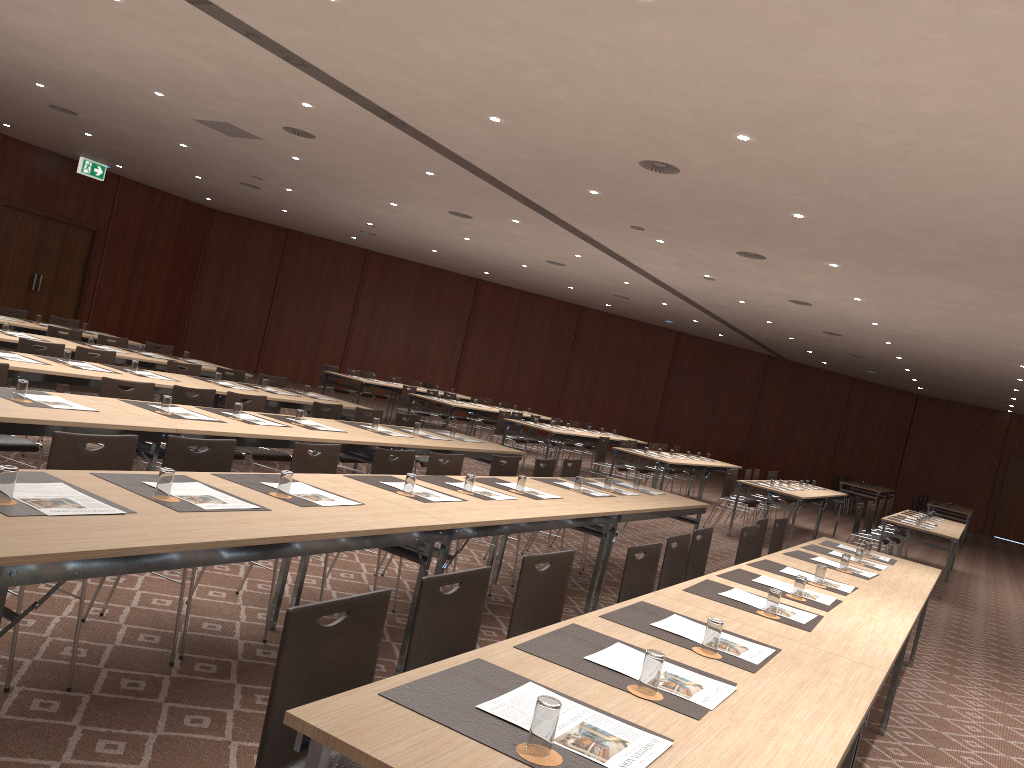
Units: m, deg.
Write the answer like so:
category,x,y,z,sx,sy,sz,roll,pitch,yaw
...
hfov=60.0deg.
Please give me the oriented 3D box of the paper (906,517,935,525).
category,x,y,z,sx,sy,sz,roll,pitch,yaw
paper,6.168,2.064,13.378,0.397,0.006,0.284,14,1,27

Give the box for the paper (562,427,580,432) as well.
category,x,y,z,sx,sy,sz,roll,pitch,yaw
paper,1.073,0.832,16.226,0.397,0.006,0.284,14,1,28

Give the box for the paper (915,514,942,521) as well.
category,x,y,z,sx,sy,sz,roll,pitch,yaw
paper,6.949,2.228,14.797,0.397,0.006,0.284,14,1,30

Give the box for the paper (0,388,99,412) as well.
category,x,y,z,sx,sy,sz,roll,pitch,yaw
paper,-2.768,0.084,5.138,0.565,0.003,0.460,14,1,28

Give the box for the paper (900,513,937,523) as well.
category,x,y,z,sx,sy,sz,roll,pitch,yaw
paper,6.533,2.143,14.190,0.565,0.003,0.461,14,1,29

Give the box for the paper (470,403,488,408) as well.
category,x,y,z,sx,sy,sz,roll,pitch,yaw
paper,-0.646,0.416,17.180,0.397,0.006,0.284,14,1,28

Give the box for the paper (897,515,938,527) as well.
category,x,y,z,sx,sy,sz,roll,pitch,yaw
paper,6.094,2.051,13.338,0.565,0.003,0.460,14,1,26

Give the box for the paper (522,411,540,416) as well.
category,x,y,z,sx,sy,sz,roll,pitch,yaw
paper,0.415,0.638,19.186,0.397,0.006,0.284,14,1,29

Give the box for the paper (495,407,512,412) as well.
category,x,y,z,sx,sy,sz,roll,pitch,yaw
paper,-0.170,0.516,18.051,0.397,0.006,0.284,14,1,27

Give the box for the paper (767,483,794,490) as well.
category,x,y,z,sx,sy,sz,roll,pitch,yaw
paper,4.169,1.591,13.744,0.397,0.006,0.284,14,1,28

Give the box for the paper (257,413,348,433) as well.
category,x,y,z,sx,sy,sz,roll,pitch,yaw
paper,-1.675,0.314,7.113,0.565,0.003,0.460,14,1,28

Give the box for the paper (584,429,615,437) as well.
category,x,y,z,sx,sy,sz,roll,pitch,yaw
paper,1.743,0.974,17.649,0.565,0.003,0.461,14,1,29

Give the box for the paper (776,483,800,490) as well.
category,x,y,z,sx,sy,sz,roll,pitch,yaw
paper,4.464,1.652,14.340,0.397,0.006,0.284,14,1,27

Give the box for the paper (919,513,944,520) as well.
category,x,y,z,sx,sy,sz,roll,pitch,yaw
paper,7.251,2.292,15.323,0.397,0.006,0.284,14,1,30

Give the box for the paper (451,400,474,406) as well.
category,x,y,z,sx,sy,sz,roll,pitch,yaw
paper,-0.949,0.353,16.626,0.397,0.006,0.284,14,1,27

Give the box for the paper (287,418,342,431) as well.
category,x,y,z,sx,sy,sz,roll,pitch,yaw
paper,-1.588,0.329,7.161,0.397,0.006,0.284,14,1,31

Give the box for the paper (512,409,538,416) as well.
category,x,y,z,sx,sy,sz,roll,pitch,yaw
paper,0.333,0.623,19.195,0.565,0.003,0.460,14,1,28

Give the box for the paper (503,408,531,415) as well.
category,x,y,z,sx,sy,sz,roll,pitch,yaw
paper,0.057,0.566,18.614,0.565,0.003,0.460,14,1,29

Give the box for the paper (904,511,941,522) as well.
category,x,y,z,sx,sy,sz,roll,pitch,yaw
paper,6.836,2.206,14.773,0.565,0.003,0.460,14,1,26

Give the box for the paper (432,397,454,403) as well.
category,x,y,z,sx,sy,sz,roll,pitch,yaw
paper,-1.276,0.284,16.034,0.397,0.006,0.284,14,1,31

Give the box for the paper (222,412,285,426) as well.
category,x,y,z,sx,sy,sz,roll,pitch,yaw
paper,-1.917,0.260,6.580,0.397,0.006,0.284,14,1,26

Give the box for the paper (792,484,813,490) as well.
category,x,y,z,sx,sy,sz,roll,pitch,yaw
paper,4.940,1.752,15.166,0.397,0.006,0.284,14,1,28

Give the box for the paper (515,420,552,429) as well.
category,x,y,z,sx,sy,sz,roll,pitch,yaw
paper,0.364,0.686,15.050,0.565,0.003,0.461,14,1,31

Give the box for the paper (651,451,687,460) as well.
category,x,y,z,sx,sy,sz,roll,pitch,yaw
paper,2.702,1.231,15.269,0.565,0.003,0.461,14,1,30

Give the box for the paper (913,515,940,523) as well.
category,x,y,z,sx,sy,sz,roll,pitch,yaw
paper,6.631,2.162,14.200,0.397,0.006,0.284,14,1,31

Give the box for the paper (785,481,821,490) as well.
category,x,y,z,sx,sy,sz,roll,pitch,yaw
paper,5.169,1.802,15.731,0.565,0.003,0.461,14,1,29

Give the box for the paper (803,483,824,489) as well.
category,x,y,z,sx,sy,sz,roll,pitch,yaw
paper,5.515,1.872,16.311,0.397,0.006,0.284,14,1,28

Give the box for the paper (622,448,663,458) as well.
category,x,y,z,sx,sy,sz,roll,pitch,yaw
paper,2.062,1.096,14.126,0.565,0.003,0.460,14,1,28

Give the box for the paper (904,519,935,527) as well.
category,x,y,z,sx,sy,sz,roll,pitch,yaw
paper,5.875,2.003,12.781,0.397,0.006,0.284,14,1,31

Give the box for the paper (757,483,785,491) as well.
category,x,y,z,sx,sy,sz,roll,pitch,yaw
paper,3.865,1.527,13.166,0.397,0.006,0.284,14,1,28

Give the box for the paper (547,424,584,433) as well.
category,x,y,z,sx,sy,sz,roll,pitch,yaw
paper,0.980,0.814,16.218,0.565,0.003,0.460,14,1,28

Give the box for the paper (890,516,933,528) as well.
category,x,y,z,sx,sy,sz,roll,pitch,yaw
paper,5.786,1.986,12.800,0.565,0.003,0.461,14,1,31

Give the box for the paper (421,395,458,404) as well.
category,x,y,z,sx,sy,sz,roll,pitch,yaw
paper,-1.313,0.279,16.050,0.565,0.003,0.460,14,1,27

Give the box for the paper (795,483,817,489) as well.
category,x,y,z,sx,sy,sz,roll,pitch,yaw
paper,5.225,1.812,15.722,0.397,0.006,0.284,14,1,32

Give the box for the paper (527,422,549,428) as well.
category,x,y,z,sx,sy,sz,roll,pitch,yaw
paper,0.442,0.699,15.105,0.397,0.006,0.284,14,1,29

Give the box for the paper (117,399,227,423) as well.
category,x,y,z,sx,sy,sz,roll,pitch,yaw
paper,-2.290,0.184,5.992,0.565,0.003,0.461,14,1,30

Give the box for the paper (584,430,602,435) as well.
category,x,y,z,sx,sy,sz,roll,pitch,yaw
paper,1.521,0.926,17.080,0.397,0.006,0.284,14,1,31

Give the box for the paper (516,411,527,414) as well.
category,x,y,z,sx,sy,sz,roll,pitch,yaw
paper,0.124,0.578,18.599,0.397,0.006,0.284,14,1,30

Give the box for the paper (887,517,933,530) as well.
category,x,y,z,sx,sy,sz,roll,pitch,yaw
paper,5.484,1.923,12.231,0.565,0.003,0.460,14,1,28

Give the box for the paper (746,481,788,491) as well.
category,x,y,z,sx,sy,sz,roll,pitch,yaw
paper,3.769,1.509,13.153,0.565,0.003,0.460,14,1,28

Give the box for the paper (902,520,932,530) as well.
category,x,y,z,sx,sy,sz,roll,pitch,yaw
paper,5.575,1.941,12.222,0.397,0.006,0.284,14,1,28

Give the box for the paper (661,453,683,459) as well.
category,x,y,z,sx,sy,sz,roll,pitch,yaw
paper,2.762,1.241,15.251,0.397,0.006,0.284,14,1,28

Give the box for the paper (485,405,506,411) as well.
category,x,y,z,sx,sy,sz,roll,pitch,yaw
paper,-0.258,0.500,18.033,0.565,0.003,0.461,14,1,30

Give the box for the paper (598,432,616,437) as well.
category,x,y,z,sx,sy,sz,roll,pitch,yaw
paper,1.850,0.995,17.642,0.397,0.006,0.284,14,1,29

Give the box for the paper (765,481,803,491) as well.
category,x,y,z,sx,sy,sz,roll,pitch,yaw
paper,4.409,1.643,14.316,0.565,0.003,0.461,14,1,30

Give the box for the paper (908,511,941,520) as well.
category,x,y,z,sx,sy,sz,roll,pitch,yaw
paper,7.158,2.274,15.346,0.565,0.003,0.460,14,1,28

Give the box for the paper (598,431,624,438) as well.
category,x,y,z,sx,sy,sz,roll,pitch,yaw
paper,2.053,1.039,18.243,0.565,0.003,0.460,14,1,27

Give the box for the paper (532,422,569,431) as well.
category,x,y,z,sx,sy,sz,roll,pitch,yaw
paper,0.689,0.754,15.647,0.565,0.003,0.460,14,1,25

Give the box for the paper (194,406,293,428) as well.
category,x,y,z,sx,sy,sz,roll,pitch,yaw
paper,-1.992,0.246,6.591,0.565,0.003,0.460,14,1,27

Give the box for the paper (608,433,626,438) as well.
category,x,y,z,sx,sy,sz,roll,pitch,yaw
paper,2.126,1.052,18.220,0.397,0.006,0.284,14,1,28

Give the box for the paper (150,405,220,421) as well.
category,x,y,z,sx,sy,sz,roll,pitch,yaw
paper,-2.226,0.195,6.021,0.397,0.006,0.284,14,1,29

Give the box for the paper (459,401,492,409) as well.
category,x,y,z,sx,sy,sz,roll,pitch,yaw
paper,-0.713,0.405,17.162,0.565,0.003,0.461,14,1,31

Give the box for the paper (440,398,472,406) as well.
category,x,y,z,sx,sy,sz,roll,pitch,yaw
paper,-1.055,0.332,16.607,0.565,0.003,0.460,14,1,28

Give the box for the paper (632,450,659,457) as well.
category,x,y,z,sx,sy,sz,roll,pitch,yaw
paper,2.136,1.109,14.130,0.397,0.006,0.284,14,1,28

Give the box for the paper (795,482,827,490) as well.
category,x,y,z,sx,sy,sz,roll,pitch,yaw
paper,5.469,1.866,16.268,0.565,0.003,0.461,14,1,29

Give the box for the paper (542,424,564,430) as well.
category,x,y,z,sx,sy,sz,roll,pitch,yaw
paper,0.759,0.766,15.659,0.397,0.006,0.284,14,1,30

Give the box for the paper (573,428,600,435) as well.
category,x,y,z,sx,sy,sz,roll,pitch,yaw
paper,1.454,0.914,17.060,0.565,0.003,0.460,14,1,28

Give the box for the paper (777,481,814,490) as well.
category,x,y,z,sx,sy,sz,roll,pitch,yaw
paper,4.853,1.736,15.159,0.565,0.003,0.461,14,1,30

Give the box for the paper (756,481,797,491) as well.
category,x,y,z,sx,sy,sz,roll,pitch,yaw
paper,4.085,1.575,13.722,0.565,0.003,0.460,14,1,28
